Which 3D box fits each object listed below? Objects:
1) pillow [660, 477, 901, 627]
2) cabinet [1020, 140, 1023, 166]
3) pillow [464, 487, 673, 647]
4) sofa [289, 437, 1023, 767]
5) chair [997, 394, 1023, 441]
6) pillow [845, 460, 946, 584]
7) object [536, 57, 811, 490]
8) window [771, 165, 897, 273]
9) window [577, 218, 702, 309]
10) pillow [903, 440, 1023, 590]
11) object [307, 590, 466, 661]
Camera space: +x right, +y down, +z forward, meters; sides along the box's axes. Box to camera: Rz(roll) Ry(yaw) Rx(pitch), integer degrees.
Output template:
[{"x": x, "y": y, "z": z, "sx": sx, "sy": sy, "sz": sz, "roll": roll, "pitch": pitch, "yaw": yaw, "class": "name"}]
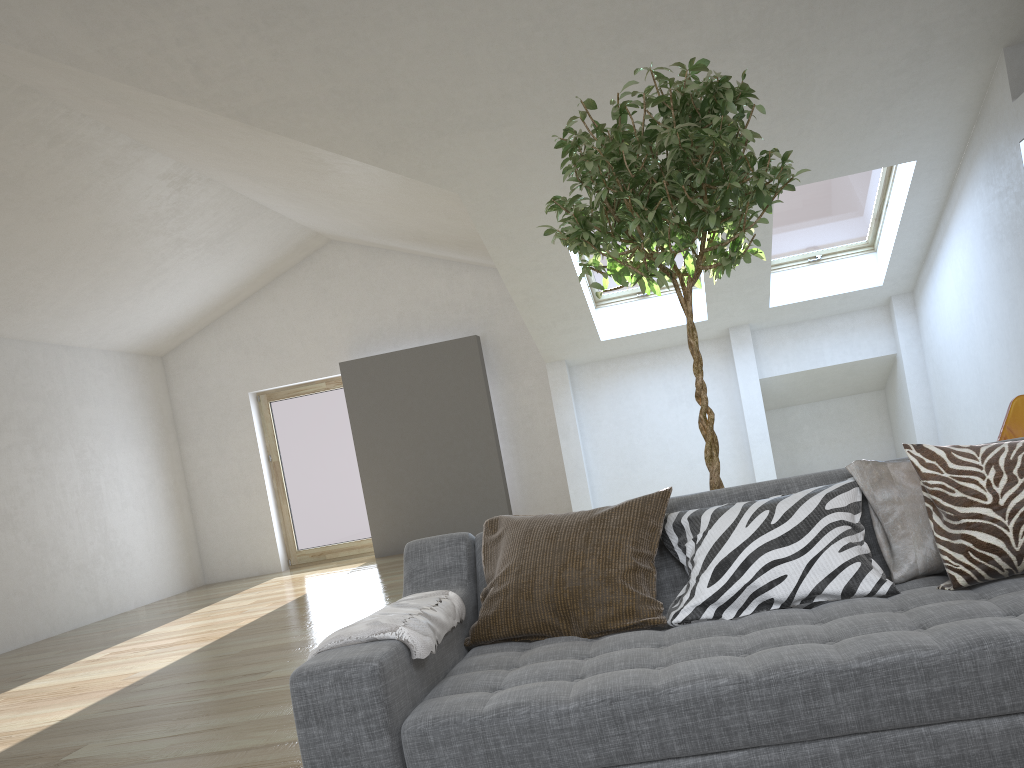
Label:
[{"x": 0.651, "y": 0.430, "z": 2.257, "sx": 0.574, "sy": 0.283, "sz": 0.350, "roll": -11, "pitch": -2, "yaw": 9, "class": "pillow"}, {"x": 3.259, "y": -0.461, "z": 4.778, "sx": 0.123, "sy": 2.243, "sz": 1.753, "roll": -10, "pitch": -1, "yaw": 11, "class": "cabinet"}, {"x": 0.142, "y": 0.500, "z": 2.371, "sx": 0.589, "sy": 0.338, "sz": 0.303, "roll": -11, "pitch": -2, "yaw": 18, "class": "pillow"}, {"x": 0.888, "y": 0.552, "z": 2.101, "sx": 2.523, "sy": 0.684, "sz": 1.001, "roll": -11, "pitch": -3, "yaw": 8, "class": "sofa"}, {"x": 2.544, "y": 0.386, "z": 4.024, "sx": 0.658, "sy": 0.723, "sz": 0.714, "roll": -12, "pitch": -2, "yaw": 40, "class": "chair"}, {"x": 1.204, "y": 0.302, "z": 2.224, "sx": 0.657, "sy": 0.319, "sz": 0.256, "roll": -11, "pitch": -1, "yaw": 9, "class": "pillow"}, {"x": 0.596, "y": -0.015, "z": 2.864, "sx": 0.822, "sy": 2.021, "sz": 0.791, "roll": -10, "pitch": 0, "yaw": -12, "class": "object"}, {"x": 2.706, "y": -1.460, "z": 7.671, "sx": 1.508, "sy": 0.728, "sz": 1.859, "roll": -11, "pitch": -4, "yaw": 10, "class": "window"}, {"x": 1.125, "y": -1.153, "z": 7.892, "sx": 1.508, "sy": 0.728, "sz": 1.859, "roll": -11, "pitch": -4, "yaw": 10, "class": "window"}, {"x": 1.233, "y": 0.258, "z": 2.047, "sx": 0.570, "sy": 0.341, "sz": 0.275, "roll": -11, "pitch": -1, "yaw": 12, "class": "pillow"}, {"x": -0.282, "y": 0.742, "z": 2.144, "sx": 0.366, "sy": 0.419, "sz": 0.471, "roll": -11, "pitch": -2, "yaw": 13, "class": "object"}]
